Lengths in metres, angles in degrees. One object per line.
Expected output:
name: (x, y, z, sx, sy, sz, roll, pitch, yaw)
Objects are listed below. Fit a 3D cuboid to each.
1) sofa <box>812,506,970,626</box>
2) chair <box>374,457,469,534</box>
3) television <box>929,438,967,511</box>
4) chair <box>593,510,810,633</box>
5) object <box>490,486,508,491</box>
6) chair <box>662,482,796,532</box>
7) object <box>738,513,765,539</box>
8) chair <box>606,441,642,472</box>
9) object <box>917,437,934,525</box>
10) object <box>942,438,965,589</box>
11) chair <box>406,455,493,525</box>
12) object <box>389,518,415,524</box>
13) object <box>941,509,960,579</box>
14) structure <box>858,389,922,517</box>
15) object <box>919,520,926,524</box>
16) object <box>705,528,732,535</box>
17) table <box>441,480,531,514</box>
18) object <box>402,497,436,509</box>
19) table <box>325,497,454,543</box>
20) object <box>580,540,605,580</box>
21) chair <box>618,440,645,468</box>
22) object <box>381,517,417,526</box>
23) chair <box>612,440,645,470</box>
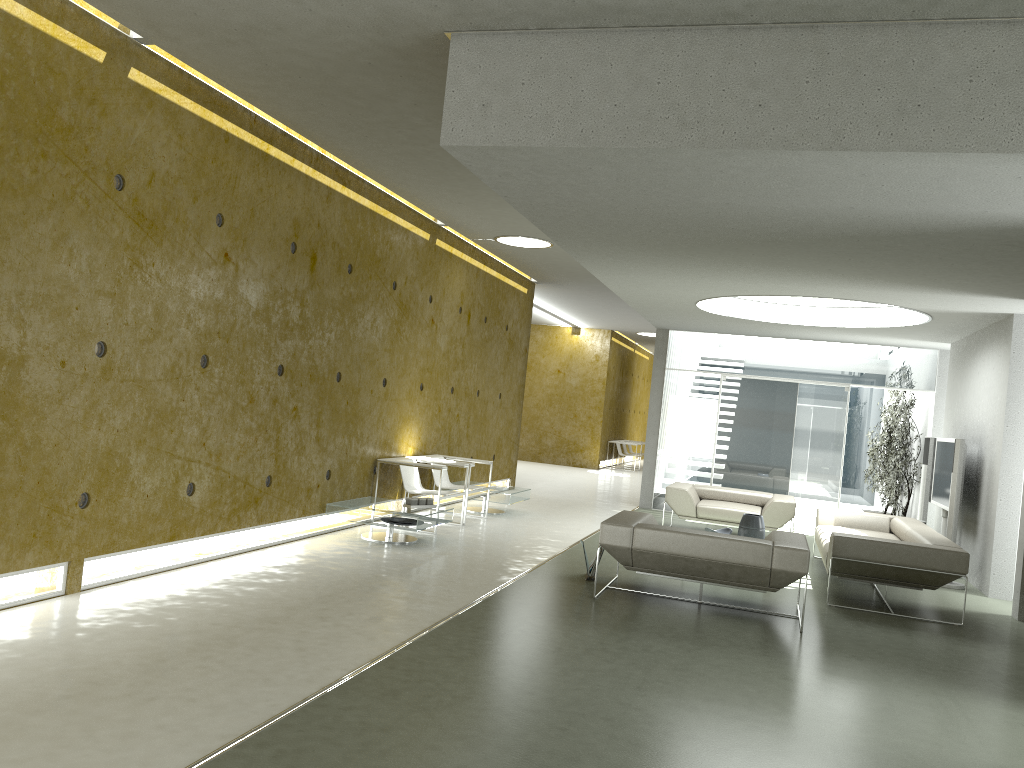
sofa: (3.447, 1.614, 8.383, 1.037, 0.585, 2.791, 5, -1, 17)
chair: (-0.950, 1.147, 9.300, 0.710, 0.667, 0.800, 5, -1, 17)
television: (4.865, 0.998, 9.851, 0.127, 0.781, 1.603, 5, -1, 17)
chair: (1.473, 1.386, 6.813, 1.481, 0.583, 1.039, 5, -1, 17)
object: (-0.172, 1.277, 10.866, 0.197, 0.029, 0.189, 5, -1, 17)
chair: (2.634, 1.581, 10.739, 1.481, 0.583, 1.039, 5, -1, 17)
object: (2.379, 1.453, 8.800, 0.265, 0.309, 0.265, 6, -1, 0)
chair: (2.765, 1.773, 21.862, 0.710, 0.667, 0.800, 5, -1, 17)
object: (5.100, 1.389, 10.960, 0.310, 1.469, 0.310, 5, -2, 44)
object: (4.402, 1.276, 8.835, 0.310, 1.469, 0.310, 6, -1, -6)
chair: (-0.708, 1.188, 10.120, 0.710, 0.667, 0.800, 5, -1, 17)
object: (-1.001, 1.256, 8.081, 0.239, 0.027, 0.239, 5, -1, 34)
object: (4.739, 1.724, 9.853, 0.323, 0.689, 0.882, 5, -1, 17)
structure: (5.949, 0.972, 13.956, 0.646, 2.589, 3.371, 5, -1, 16)
object: (4.831, 1.862, 10.610, 0.175, 0.461, 0.185, 6, -1, 11)
object: (2.089, 1.521, 8.987, 0.317, 0.125, 0.223, 7, -1, -37)
table: (-0.327, 1.430, 11.040, 0.900, 0.300, 0.900, 5, -1, 17)
object: (-0.876, 1.123, 8.424, 0.118, 0.097, 0.326, 5, -2, 42)
table: (-1.134, 1.294, 8.311, 0.900, 0.300, 0.900, 5, -1, 17)
object: (0.655, 1.462, 7.366, 0.216, 0.288, 0.329, 6, -1, 7)
chair: (3.251, 1.854, 23.502, 0.710, 0.667, 0.800, 5, -1, 17)
object: (-1.002, 1.259, 8.081, 0.394, 0.027, 0.394, 6, -1, 0)
chair: (3.008, 1.814, 22.682, 0.710, 0.667, 0.800, 5, -1, 17)
